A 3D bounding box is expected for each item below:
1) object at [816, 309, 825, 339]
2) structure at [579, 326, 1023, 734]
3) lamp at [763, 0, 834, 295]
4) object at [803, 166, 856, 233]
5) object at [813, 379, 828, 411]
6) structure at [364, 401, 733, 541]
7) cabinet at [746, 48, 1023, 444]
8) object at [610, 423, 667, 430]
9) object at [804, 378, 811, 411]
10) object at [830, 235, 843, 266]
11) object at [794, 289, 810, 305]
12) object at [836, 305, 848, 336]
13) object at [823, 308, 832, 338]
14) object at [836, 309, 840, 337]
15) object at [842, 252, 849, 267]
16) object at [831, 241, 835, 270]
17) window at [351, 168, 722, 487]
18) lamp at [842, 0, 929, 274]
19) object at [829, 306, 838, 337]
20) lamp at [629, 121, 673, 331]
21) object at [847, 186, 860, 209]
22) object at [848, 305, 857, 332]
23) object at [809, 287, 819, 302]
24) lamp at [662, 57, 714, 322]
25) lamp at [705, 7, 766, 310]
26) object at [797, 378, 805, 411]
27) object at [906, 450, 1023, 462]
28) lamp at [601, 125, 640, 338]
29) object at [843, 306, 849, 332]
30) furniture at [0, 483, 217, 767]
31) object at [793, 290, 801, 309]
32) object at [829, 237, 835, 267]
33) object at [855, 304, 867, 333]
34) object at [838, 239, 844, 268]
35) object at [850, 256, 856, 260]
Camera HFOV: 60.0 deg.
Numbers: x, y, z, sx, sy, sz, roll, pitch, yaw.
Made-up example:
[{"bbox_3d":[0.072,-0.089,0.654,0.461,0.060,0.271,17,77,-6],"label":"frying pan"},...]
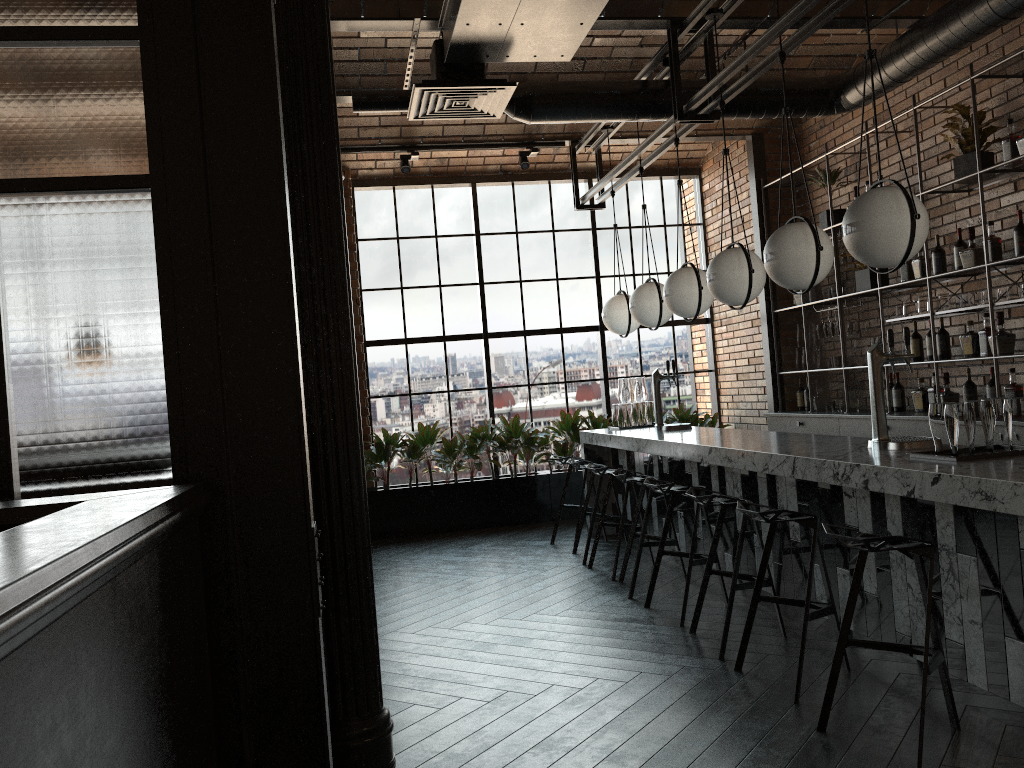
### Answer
[{"bbox_3d":[2.622,-0.510,7.507,0.092,0.244,0.092,-5,0,-5],"label":"object"},{"bbox_3d":[2.017,0.454,5.168,1.930,1.430,5.346,-4,0,-10],"label":"structure"},{"bbox_3d":[1.382,-1.323,4.456,0.340,1.754,0.340,-5,-1,36],"label":"lamp"},{"bbox_3d":[2.675,-1.554,7.425,0.422,0.554,0.377,-4,-1,-23],"label":"object"},{"bbox_3d":[2.698,0.097,7.783,0.123,0.279,0.123,-5,0,3],"label":"object"},{"bbox_3d":[0.316,0.799,8.764,4.107,1.072,0.757,-4,0,-11],"label":"structure"},{"bbox_3d":[2.803,-0.711,6.724,0.564,3.779,7.075,-4,0,-10],"label":"cabinet"},{"bbox_3d":[1.051,0.355,7.463,0.437,0.019,0.273,-4,0,-10],"label":"object"},{"bbox_3d":[2.658,0.091,7.935,0.086,0.297,0.086,-5,-1,24],"label":"object"},{"bbox_3d":[2.633,-1.088,7.204,0.092,0.244,0.092,-5,0,-5],"label":"object"},{"bbox_3d":[2.600,-0.831,7.924,0.123,0.279,0.123,-4,-1,-21],"label":"object"},{"bbox_3d":[2.678,-0.517,7.199,0.092,0.244,0.092,-5,0,-5],"label":"object"},{"bbox_3d":[2.642,-0.512,7.399,0.092,0.244,0.092,-5,0,-5],"label":"object"},{"bbox_3d":[2.784,-0.522,7.536,0.092,0.244,0.092,-5,0,-5],"label":"object"},{"bbox_3d":[2.776,-1.098,7.336,0.092,0.244,0.092,-5,0,-5],"label":"object"},{"bbox_3d":[2.739,-1.093,7.541,0.092,0.244,0.092,-5,0,-5],"label":"object"},{"bbox_3d":[-5.800,-0.064,8.075,16.179,3.253,0.168,-4,0,-10],"label":"window"},{"bbox_3d":[1.513,-1.340,3.735,0.340,1.754,0.340,-5,-1,36],"label":"lamp"},{"bbox_3d":[2.659,-0.514,7.301,0.092,0.244,0.092,-5,0,-5],"label":"object"},{"bbox_3d":[0.990,-1.273,6.619,0.340,1.754,0.340,-5,-1,36],"label":"lamp"},{"bbox_3d":[2.735,-1.425,7.015,0.123,0.279,0.123,-4,-1,-22],"label":"object"},{"bbox_3d":[2.821,-0.527,7.331,0.092,0.244,0.092,-5,0,-5],"label":"object"},{"bbox_3d":[2.643,-0.847,7.774,0.086,0.299,0.086,-5,-1,39],"label":"object"},{"bbox_3d":[1.121,-1.290,5.898,0.340,1.754,0.340,-5,-1,36],"label":"lamp"},{"bbox_3d":[1.252,-1.307,5.177,0.340,1.754,0.340,-5,-1,36],"label":"lamp"},{"bbox_3d":[2.655,0.094,8.129,0.086,0.299,0.086,-5,-1,39],"label":"object"},{"bbox_3d":[1.786,0.262,3.396,0.437,0.019,0.273,-4,0,-10],"label":"object"},{"bbox_3d":[0.860,-1.257,7.340,0.340,1.754,0.340,-5,-1,36],"label":"lamp"},{"bbox_3d":[2.804,-0.525,7.428,0.092,0.244,0.092,-5,0,-5],"label":"object"},{"bbox_3d":[-3.040,0.923,0.259,5.451,1.212,1.979,-4,0,-10],"label":"furniture"},{"bbox_3d":[2.611,-0.842,8.108,0.086,0.298,0.086,-5,-1,39],"label":"object"},{"bbox_3d":[2.614,-1.085,7.306,0.092,0.244,0.092,-5,0,-5],"label":"object"},{"bbox_3d":[2.840,-0.529,7.229,0.092,0.244,0.092,-5,0,-5],"label":"object"},{"bbox_3d":[2.758,-1.096,7.433,0.092,0.244,0.092,-5,0,-5],"label":"object"},{"bbox_3d":[2.794,-1.100,7.234,0.092,0.244,0.092,-5,0,-5],"label":"object"}]
